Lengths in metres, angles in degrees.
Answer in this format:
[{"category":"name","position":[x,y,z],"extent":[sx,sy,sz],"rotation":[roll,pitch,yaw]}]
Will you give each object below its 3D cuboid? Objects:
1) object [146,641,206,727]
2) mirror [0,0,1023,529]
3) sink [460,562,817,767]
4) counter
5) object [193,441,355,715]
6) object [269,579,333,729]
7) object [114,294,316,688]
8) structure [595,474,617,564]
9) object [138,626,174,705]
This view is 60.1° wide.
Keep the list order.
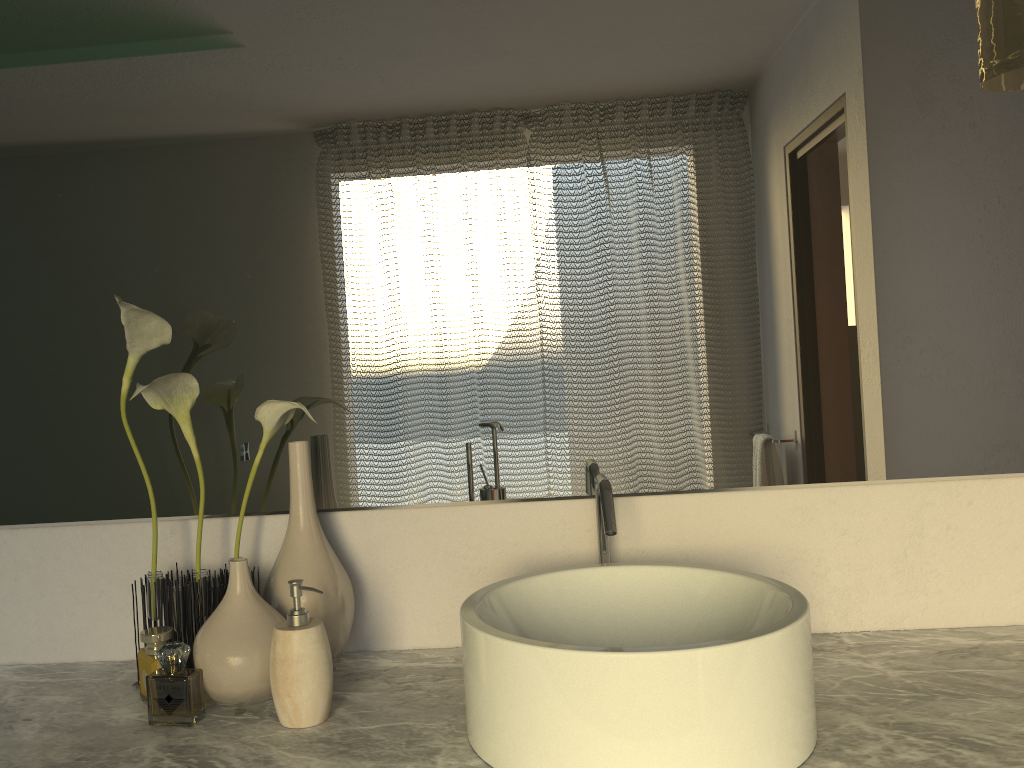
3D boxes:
[{"category":"object","position":[-0.385,0.341,1.012],"extent":[0.058,0.090,0.038],"rotation":[-3,1,13]},{"category":"mirror","position":[-0.931,-0.358,1.275],"extent":[4.093,1.152,0.017],"rotation":[-3,1,4]},{"category":"sink","position":[0.127,0.292,0.935],"extent":[0.352,0.131,0.363],"rotation":[-4,1,-20]},{"category":"counter","position":[-0.428,0.442,0.963],"extent":[2.267,0.101,0.585],"rotation":[-4,1,4]},{"category":"object","position":[-0.300,0.231,1.117],"extent":[0.123,0.305,0.235],"rotation":[-3,1,29]},{"category":"object","position":[-0.239,0.300,1.000],"extent":[0.070,0.158,0.071],"rotation":[-4,1,-14]},{"category":"object","position":[-0.384,0.135,1.154],"extent":[0.240,0.504,0.191],"rotation":[-4,1,-19]},{"category":"structure","position":[0.099,0.236,1.100],"extent":[0.066,0.242,0.164],"rotation":[-3,1,5]},{"category":"object","position":[-0.428,0.345,1.075],"extent":[0.038,0.092,0.067],"rotation":[-4,1,-37]}]
